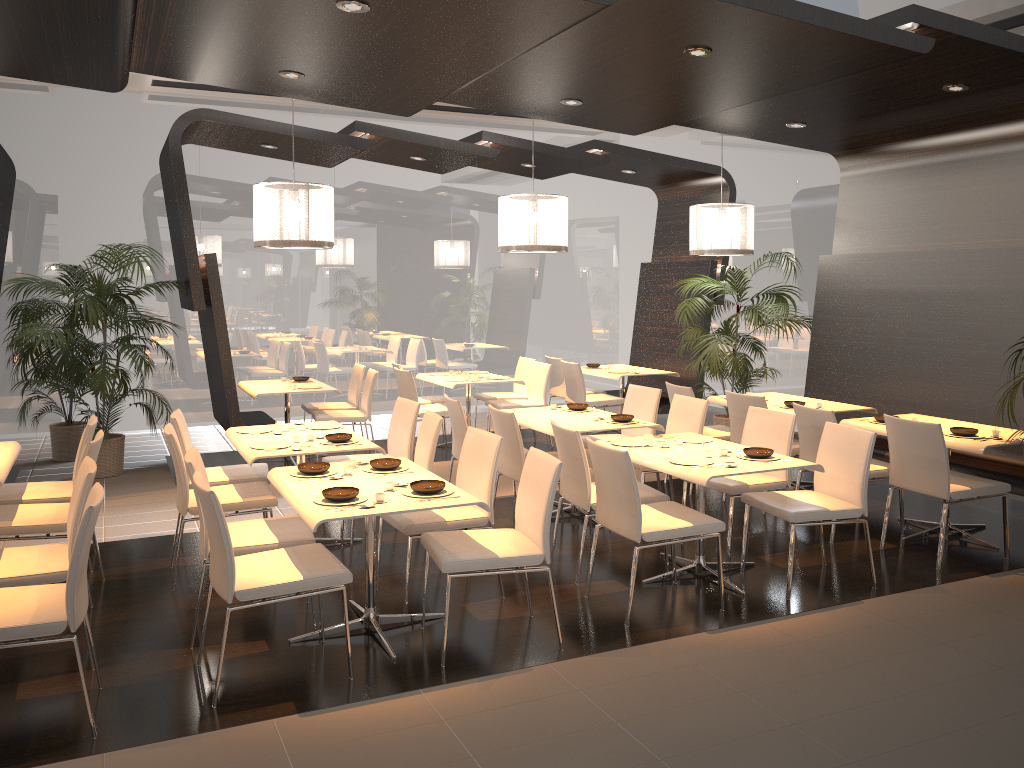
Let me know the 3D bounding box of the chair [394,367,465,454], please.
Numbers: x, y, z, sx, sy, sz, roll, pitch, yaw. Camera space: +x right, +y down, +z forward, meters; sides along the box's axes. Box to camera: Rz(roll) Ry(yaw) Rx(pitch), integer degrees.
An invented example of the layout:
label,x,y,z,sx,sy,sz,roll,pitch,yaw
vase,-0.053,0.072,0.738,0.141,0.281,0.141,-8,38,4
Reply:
label,x,y,z,sx,sy,sz,roll,pitch,yaw
chair,-0.841,0.273,8.832,0.606,0.871,0.485,-2,3,-27

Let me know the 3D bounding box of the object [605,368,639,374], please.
label,x,y,z,sx,sy,sz,roll,pitch,yaw
object,1.246,-0.145,9.803,0.335,0.038,0.378,-4,7,-31

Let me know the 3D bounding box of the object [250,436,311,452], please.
label,x,y,z,sx,sy,sz,roll,pitch,yaw
object,-1.382,0.359,5.290,0.335,0.038,0.378,-4,7,-31

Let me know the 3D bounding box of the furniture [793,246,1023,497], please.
label,x,y,z,sx,sy,sz,roll,pitch,yaw
furniture,3.256,-0.221,6.937,0.757,1.669,2.913,-1,5,-25

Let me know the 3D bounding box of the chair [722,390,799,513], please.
label,x,y,z,sx,sy,sz,roll,pitch,yaw
chair,2.004,0.490,6.858,0.606,0.871,0.485,-2,3,-27

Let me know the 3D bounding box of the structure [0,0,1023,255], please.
label,x,y,z,sx,sy,sz,roll,pitch,yaw
structure,-1.015,-1.199,4.932,10.670,1.731,2.913,-3,6,-25

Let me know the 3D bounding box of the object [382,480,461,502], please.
label,x,y,z,sx,sy,sz,roll,pitch,yaw
object,-0.430,0.484,4.131,0.304,0.044,0.366,-3,7,-26

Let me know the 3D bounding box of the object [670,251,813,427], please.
label,x,y,z,sx,sy,sz,roll,pitch,yaw
object,2.340,-0.353,9.080,1.505,2.054,1.567,-1,4,-12

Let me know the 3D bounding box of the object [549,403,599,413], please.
label,x,y,z,sx,sy,sz,roll,pitch,yaw
object,0.470,0.180,6.856,0.304,0.044,0.366,-3,7,-26

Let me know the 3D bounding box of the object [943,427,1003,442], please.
label,x,y,z,sx,sy,sz,roll,pitch,yaw
object,2.936,0.311,5.656,0.304,0.044,0.366,-3,7,-26

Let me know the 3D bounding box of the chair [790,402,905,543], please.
label,x,y,z,sx,sy,sz,roll,pitch,yaw
chair,2.288,0.574,6.075,0.605,0.867,0.485,-1,3,-17

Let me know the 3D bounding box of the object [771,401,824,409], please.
label,x,y,z,sx,sy,sz,roll,pitch,yaw
object,2.271,0.165,6.973,0.304,0.044,0.366,-3,7,-26

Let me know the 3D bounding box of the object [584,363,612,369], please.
label,x,y,z,sx,sy,sz,roll,pitch,yaw
object,0.992,-0.211,10.366,0.304,0.044,0.366,-3,7,-26

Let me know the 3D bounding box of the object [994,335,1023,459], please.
label,x,y,z,sx,sy,sz,roll,pitch,yaw
object,3.451,0.128,4.744,1.562,2.054,1.510,1,4,21

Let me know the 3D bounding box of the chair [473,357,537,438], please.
label,x,y,z,sx,sy,sz,roll,pitch,yaw
chair,-0.069,0.153,9.902,0.605,0.871,0.485,-1,3,-22

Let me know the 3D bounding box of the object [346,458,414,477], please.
label,x,y,z,sx,sy,sz,roll,pitch,yaw
object,-0.703,0.426,4.658,0.304,0.044,0.366,-3,7,-26

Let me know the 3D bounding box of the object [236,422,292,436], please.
label,x,y,z,sx,sy,sz,roll,pitch,yaw
object,-1.639,0.297,5.847,0.335,0.038,0.378,-4,7,-31

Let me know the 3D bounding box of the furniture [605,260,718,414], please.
label,x,y,z,sx,sy,sz,roll,pitch,yaw
furniture,1.649,-0.595,10.312,0.757,1.670,1.407,-1,4,-25

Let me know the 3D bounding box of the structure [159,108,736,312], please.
label,x,y,z,sx,sy,sz,roll,pitch,yaw
structure,-0.475,-1.680,9.296,5.938,1.723,1.407,-3,4,-25

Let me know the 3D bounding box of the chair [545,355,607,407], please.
label,x,y,z,sx,sy,sz,roll,pitch,yaw
chair,0.720,0.108,10.276,0.605,0.867,0.485,-1,3,-22

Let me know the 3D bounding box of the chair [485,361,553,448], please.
label,x,y,z,sx,sy,sz,roll,pitch,yaw
chair,0.083,0.220,9.274,0.605,0.867,0.485,-1,3,-22

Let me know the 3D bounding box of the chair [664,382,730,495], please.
label,x,y,z,sx,sy,sz,roll,pitch,yaw
chair,1.632,0.428,7.415,0.605,0.871,0.485,-1,3,-17

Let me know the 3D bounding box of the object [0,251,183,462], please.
label,x,y,z,sx,sy,sz,roll,pitch,yaw
object,-4.258,-0.301,8.668,1.562,2.054,1.510,2,4,27

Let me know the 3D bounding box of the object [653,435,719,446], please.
label,x,y,z,sx,sy,sz,roll,pitch,yaw
object,1.063,0.332,5.516,0.335,0.038,0.378,-5,8,-36

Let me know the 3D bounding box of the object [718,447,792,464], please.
label,x,y,z,sx,sy,sz,roll,pitch,yaw
object,1.342,0.390,4.965,0.304,0.044,0.366,-3,7,-26

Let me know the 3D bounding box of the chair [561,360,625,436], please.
label,x,y,z,sx,sy,sz,roll,pitch,yaw
chair,0.872,0.180,9.647,0.605,0.871,0.485,-1,3,-22

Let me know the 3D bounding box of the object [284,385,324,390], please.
label,x,y,z,sx,sy,sz,roll,pitch,yaw
object,-1.979,0.016,8.377,0.335,0.038,0.378,-5,8,-36

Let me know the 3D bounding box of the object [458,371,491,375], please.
label,x,y,z,sx,sy,sz,roll,pitch,yaw
object,-0.442,-0.139,9.764,0.335,0.038,0.378,-5,8,-36

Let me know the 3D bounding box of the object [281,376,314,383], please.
label,x,y,z,sx,sy,sz,roll,pitch,yaw
object,-2.163,-0.047,8.923,0.304,0.044,0.366,-3,7,-26

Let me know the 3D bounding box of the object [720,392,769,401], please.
label,x,y,z,sx,sy,sz,roll,pitch,yaw
object,1.992,0.110,7.507,0.335,0.038,0.378,-4,7,-31

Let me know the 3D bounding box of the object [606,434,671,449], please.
label,x,y,z,sx,sy,sz,roll,pitch,yaw
object,0.786,0.348,5.369,0.335,0.038,0.378,-4,7,-31

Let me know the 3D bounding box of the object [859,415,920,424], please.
label,x,y,z,sx,sy,sz,roll,pitch,yaw
object,2.671,0.251,6.202,0.304,0.044,0.366,-3,7,-26

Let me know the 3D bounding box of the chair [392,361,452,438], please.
label,x,y,z,sx,sy,sz,roll,pitch,yaw
chair,-0.980,0.194,9.519,0.605,0.867,0.485,-1,3,-17

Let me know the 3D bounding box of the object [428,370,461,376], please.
label,x,y,z,sx,sy,sz,roll,pitch,yaw
object,-0.726,-0.115,9.545,0.335,0.038,0.378,-4,7,-31

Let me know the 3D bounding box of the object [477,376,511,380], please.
label,x,y,z,sx,sy,sz,roll,pitch,yaw
object,-0.198,-0.077,9.198,0.335,0.038,0.378,-5,8,-36

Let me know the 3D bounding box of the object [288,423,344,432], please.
label,x,y,z,sx,sy,sz,roll,pitch,yaw
object,-1.350,0.276,6.037,0.335,0.038,0.378,-5,8,-36

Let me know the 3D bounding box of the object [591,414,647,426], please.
label,x,y,z,sx,sy,sz,roll,pitch,yaw
object,0.742,0.245,6.266,0.304,0.044,0.366,-3,7,-26

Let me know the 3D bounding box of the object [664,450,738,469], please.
label,x,y,z,sx,sy,sz,roll,pitch,yaw
object,1.043,0.410,4.811,0.335,0.038,0.378,-4,7,-31

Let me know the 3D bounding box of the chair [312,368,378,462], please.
label,x,y,z,sx,sy,sz,roll,pitch,yaw
chair,-1.595,0.310,8.480,0.605,0.867,0.485,-1,3,-17

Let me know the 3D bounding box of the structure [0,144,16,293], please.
label,x,y,z,sx,sy,sz,roll,pitch,yaw
structure,-6.980,-1.341,6.301,5.938,1.723,1.407,-3,4,-25

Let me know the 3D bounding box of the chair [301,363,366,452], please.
label,x,y,z,sx,sy,sz,roll,pitch,yaw
chair,-1.821,0.246,9.076,0.605,0.871,0.485,-1,3,-22

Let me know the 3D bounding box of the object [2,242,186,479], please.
label,x,y,z,sx,sy,sz,roll,pitch,yaw
object,-3.605,-0.203,7.777,1.563,2.054,1.509,-2,4,-31

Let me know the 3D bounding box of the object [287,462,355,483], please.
label,x,y,z,sx,sy,sz,roll,pitch,yaw
object,-0.981,0.439,4.536,0.304,0.044,0.366,-3,7,-26

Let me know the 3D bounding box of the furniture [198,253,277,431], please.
label,x,y,z,sx,sy,sz,roll,pitch,yaw
furniture,-2.578,-0.375,8.366,0.757,1.670,1.407,-1,4,-25

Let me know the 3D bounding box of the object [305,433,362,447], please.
label,x,y,z,sx,sy,sz,roll,pitch,yaw
object,-1.106,0.336,5.465,0.304,0.044,0.366,-3,7,-26

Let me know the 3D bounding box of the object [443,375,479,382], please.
label,x,y,z,sx,sy,sz,roll,pitch,yaw
object,-0.498,-0.052,8.981,0.335,0.038,0.378,-4,7,-31

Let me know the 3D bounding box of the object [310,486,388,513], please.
label,x,y,z,sx,sy,sz,roll,pitch,yaw
object,-0.732,0.502,3.968,0.304,0.044,0.366,-3,7,-26
